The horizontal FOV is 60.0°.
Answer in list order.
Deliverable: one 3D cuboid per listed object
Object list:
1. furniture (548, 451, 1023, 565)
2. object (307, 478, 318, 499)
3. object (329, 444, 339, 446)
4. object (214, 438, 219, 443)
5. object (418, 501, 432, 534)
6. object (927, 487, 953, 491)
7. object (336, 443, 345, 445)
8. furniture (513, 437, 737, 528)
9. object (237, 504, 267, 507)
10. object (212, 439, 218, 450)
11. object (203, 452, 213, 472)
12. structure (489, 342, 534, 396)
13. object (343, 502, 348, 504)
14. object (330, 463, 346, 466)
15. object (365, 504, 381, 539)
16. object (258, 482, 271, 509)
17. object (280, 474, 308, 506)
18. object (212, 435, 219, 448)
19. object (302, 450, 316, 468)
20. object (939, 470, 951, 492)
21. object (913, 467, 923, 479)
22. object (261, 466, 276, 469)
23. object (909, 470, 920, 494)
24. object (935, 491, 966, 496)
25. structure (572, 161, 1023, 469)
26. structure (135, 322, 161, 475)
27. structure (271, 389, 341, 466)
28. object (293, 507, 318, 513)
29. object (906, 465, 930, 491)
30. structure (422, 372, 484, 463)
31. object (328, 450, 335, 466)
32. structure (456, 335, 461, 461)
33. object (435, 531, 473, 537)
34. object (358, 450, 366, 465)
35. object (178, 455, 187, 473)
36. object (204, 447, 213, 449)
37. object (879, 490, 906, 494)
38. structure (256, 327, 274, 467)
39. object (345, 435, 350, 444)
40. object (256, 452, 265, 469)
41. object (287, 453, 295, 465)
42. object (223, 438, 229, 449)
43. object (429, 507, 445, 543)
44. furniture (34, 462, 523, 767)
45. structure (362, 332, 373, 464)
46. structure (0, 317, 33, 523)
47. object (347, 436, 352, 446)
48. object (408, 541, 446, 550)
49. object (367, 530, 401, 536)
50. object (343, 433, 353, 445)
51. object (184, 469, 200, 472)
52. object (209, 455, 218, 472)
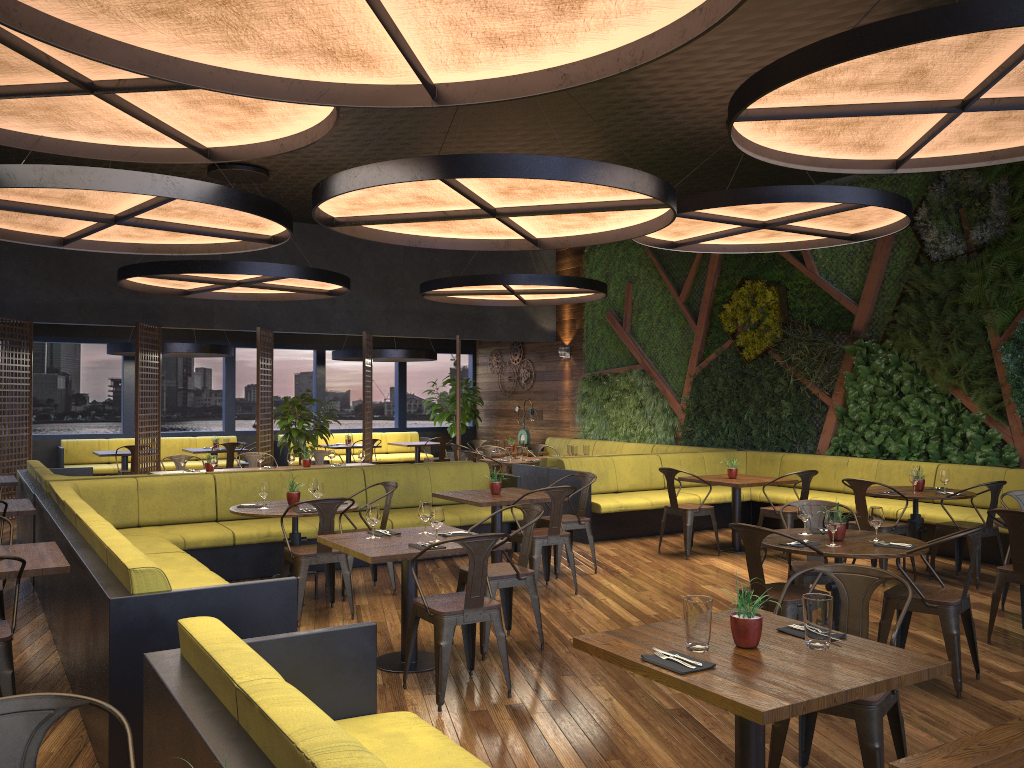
[{"bbox_3d":[3.048,1.324,9.539,3.372,0.914,4.503,1,-1,-32],"label":"furniture"},{"bbox_3d":[-1.656,0.885,7.367,0.097,0.206,0.097,0,-1,7],"label":"object"},{"bbox_3d":[-3.275,1.112,16.170,0.157,0.019,0.255,1,-1,-32],"label":"object"},{"bbox_3d":[-5.083,1.019,15.236,0.102,0.178,0.102,-1,-1,44],"label":"object"},{"bbox_3d":[-0.556,0.859,5.701,0.097,0.206,0.097,1,-1,-31],"label":"object"},{"bbox_3d":[4.050,0.993,8.430,0.255,0.019,0.157,0,-1,-30],"label":"object"},{"bbox_3d":[-3.181,1.119,16.587,0.255,0.019,0.157,1,-1,-32],"label":"object"},{"bbox_3d":[0.623,1.385,13.490,3.378,0.916,4.755,1,-1,-32],"label":"furniture"},{"bbox_3d":[-2.069,0.976,7.134,0.255,0.019,0.157,0,-1,1],"label":"object"},{"bbox_3d":[-4.983,1.014,14.891,0.102,0.178,0.102,-1,-1,44],"label":"object"},{"bbox_3d":[-3.562,0.898,10.420,0.238,0.271,0.260,0,-1,-10],"label":"object"},{"bbox_3d":[-0.046,-0.331,18.503,0.058,1.178,1.791,1,-1,-31],"label":"structure"},{"bbox_3d":[-1.492,0.978,7.306,0.255,0.019,0.157,0,-1,-29],"label":"object"},{"bbox_3d":[-2.252,1.043,11.501,0.157,0.019,0.255,1,-1,-31],"label":"object"},{"bbox_3d":[-0.864,0.856,5.520,0.097,0.206,0.097,1,-1,-40],"label":"object"},{"bbox_3d":[-1.956,0.879,7.003,0.097,0.206,0.097,0,-1,10],"label":"object"},{"bbox_3d":[-1.776,0.847,7.173,0.238,0.271,0.260,0,-1,-10],"label":"object"},{"bbox_3d":[-5.024,0.970,15.071,0.238,0.271,0.260,0,-1,-10],"label":"object"},{"bbox_3d":[-2.561,0.907,11.035,0.238,0.271,0.260,0,-1,-10],"label":"object"},{"bbox_3d":[3.991,0.896,8.179,0.097,0.206,0.097,0,-1,22],"label":"object"},{"bbox_3d":[3.886,0.900,8.489,0.097,0.206,0.097,0,-1,-12],"label":"object"},{"bbox_3d":[-3.026,1.036,11.025,0.157,0.019,0.255,1,-1,-31],"label":"object"},{"bbox_3d":[3.668,0.894,8.081,0.097,0.206,0.097,1,-1,-42],"label":"object"},{"bbox_3d":[3.939,0.987,8.011,0.157,0.019,0.255,1,-1,-32],"label":"object"},{"bbox_3d":[3.589,-0.470,12.497,0.918,4.593,9.182,1,-1,-32],"label":"structure"},{"bbox_3d":[-5.285,0.486,12.889,0.050,2.700,0.852,0,-1,-2],"label":"structure"},{"bbox_3d":[-3.193,0.963,13.404,0.993,1.763,1.166,-1,-1,29],"label":"structure"},{"bbox_3d":[-1.600,0.971,6.843,0.157,0.019,0.255,0,-1,-25],"label":"object"},{"bbox_3d":[3.791,0.862,8.297,0.260,0.271,0.238,0,-1,7],"label":"object"},{"bbox_3d":[-1.164,0.834,18.787,1.493,2.184,1.272,1,-1,-31],"label":"structure"},{"bbox_3d":[-2.306,0.947,11.336,0.097,0.206,0.097,0,-1,14],"label":"object"},{"bbox_3d":[-0.940,0.526,15.559,0.050,2.700,0.852,0,-1,-2],"label":"structure"},{"bbox_3d":[-0.390,0.952,5.646,0.255,0.019,0.157,1,-1,-31],"label":"object"},{"bbox_3d":[-1.896,0.944,11.190,0.097,0.206,0.097,0,-1,14],"label":"object"},{"bbox_3d":[-3.854,0.932,10.385,0.097,0.206,0.097,0,-1,14],"label":"object"},{"bbox_3d":[-5.210,1.100,15.343,0.255,0.019,0.157,1,-1,-32],"label":"object"},{"bbox_3d":[3.500,0.989,8.127,0.255,0.019,0.157,1,-1,-33],"label":"object"},{"bbox_3d":[-3.837,0.500,13.779,0.050,2.700,0.852,0,-1,-2],"label":"structure"},{"bbox_3d":[-3.055,1.037,16.480,0.102,0.178,0.102,-1,-1,44],"label":"object"},{"bbox_3d":[-3.080,0.940,10.860,0.097,0.206,0.097,0,-1,14],"label":"object"},{"bbox_3d":[-2.670,0.937,10.714,0.097,0.206,0.097,0,-1,14],"label":"object"},{"bbox_3d":[-4.860,1.016,15.080,0.102,0.178,0.102,-1,-1,44],"label":"object"},{"bbox_3d":[-0.455,0.854,5.374,0.097,0.206,0.097,1,-1,-40],"label":"object"},{"bbox_3d":[-1.886,1.304,8.084,4.895,0.914,7.462,1,-1,-36],"label":"furniture"},{"bbox_3d":[-2.388,0.513,14.669,0.050,2.700,0.852,0,-1,-2],"label":"structure"},{"bbox_3d":[-6.733,0.473,12.000,0.050,2.700,0.852,0,-1,-2],"label":"structure"},{"bbox_3d":[-2.955,1.032,16.135,0.102,0.178,0.102,-1,-1,44],"label":"object"},{"bbox_3d":[-0.508,0.945,5.207,0.157,0.019,0.255,1,-1,-31],"label":"object"},{"bbox_3d":[-0.811,0.953,5.684,0.157,0.019,0.255,1,-1,-31],"label":"object"},{"bbox_3d":[-3.014,0.988,16.301,0.238,0.271,0.260,0,-1,-10],"label":"object"},{"bbox_3d":[-3.801,1.029,10.549,0.157,0.019,0.255,1,-1,-31],"label":"object"},{"bbox_3d":[-3.445,0.930,10.239,0.097,0.206,0.097,0,-1,14],"label":"object"}]
